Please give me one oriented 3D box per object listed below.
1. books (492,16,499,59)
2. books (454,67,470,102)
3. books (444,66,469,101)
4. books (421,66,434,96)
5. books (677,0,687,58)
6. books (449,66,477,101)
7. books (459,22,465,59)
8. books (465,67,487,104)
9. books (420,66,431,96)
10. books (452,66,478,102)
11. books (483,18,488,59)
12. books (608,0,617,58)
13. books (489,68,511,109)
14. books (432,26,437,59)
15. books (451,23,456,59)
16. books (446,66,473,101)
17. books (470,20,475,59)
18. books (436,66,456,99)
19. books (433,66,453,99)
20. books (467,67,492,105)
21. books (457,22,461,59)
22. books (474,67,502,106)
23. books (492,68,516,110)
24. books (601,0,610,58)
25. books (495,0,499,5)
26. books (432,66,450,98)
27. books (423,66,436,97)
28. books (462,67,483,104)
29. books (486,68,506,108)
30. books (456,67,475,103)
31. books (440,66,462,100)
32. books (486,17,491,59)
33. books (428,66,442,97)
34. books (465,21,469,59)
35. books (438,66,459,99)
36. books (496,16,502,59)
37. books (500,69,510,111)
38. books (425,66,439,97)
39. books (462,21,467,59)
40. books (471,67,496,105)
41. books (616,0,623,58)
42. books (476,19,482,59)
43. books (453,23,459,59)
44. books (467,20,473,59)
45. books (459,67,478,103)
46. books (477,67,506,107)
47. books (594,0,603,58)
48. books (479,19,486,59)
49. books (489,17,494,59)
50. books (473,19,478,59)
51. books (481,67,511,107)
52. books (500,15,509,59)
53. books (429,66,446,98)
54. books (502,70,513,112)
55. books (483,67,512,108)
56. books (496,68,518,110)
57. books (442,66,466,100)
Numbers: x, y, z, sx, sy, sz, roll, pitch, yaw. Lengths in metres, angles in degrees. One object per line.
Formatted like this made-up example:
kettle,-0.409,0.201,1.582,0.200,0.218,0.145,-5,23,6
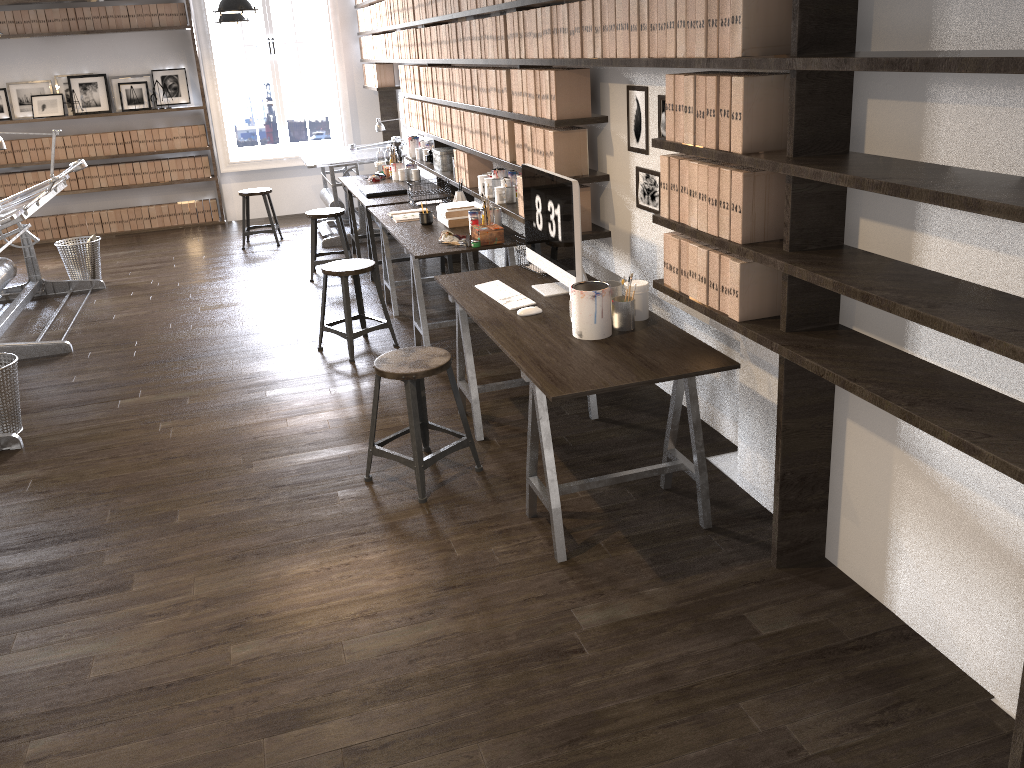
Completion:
books,-0.011,-1.894,4.840,0.175,0.222,0.068,-9,20,-15
books,-0.281,-1.963,5.821,0.175,0.222,0.067,-9,20,-15
books,-0.365,-2.057,6.078,0.175,0.222,0.067,-9,20,-15
books,-0.593,-2.310,6.770,0.175,0.222,0.067,-9,20,-15
books,0.629,-1.183,2.881,0.175,0.222,0.067,-9,20,-15
books,-0.321,-2.010,5.948,0.175,0.222,0.067,-9,20,-15
books,-0.234,-2.147,5.533,0.175,0.222,0.067,-9,20,-15
books,-0.194,-1.869,5.563,0.175,0.222,0.067,-9,20,-15
books,-0.611,-2.335,6.837,0.175,0.222,0.067,-9,20,-15
books,-0.298,-1.987,5.885,0.175,0.222,0.067,-9,20,-15
books,-0.066,-1.964,5.032,0.175,0.222,0.067,-9,20,-15
books,0.463,-1.372,3.396,0.175,0.222,0.067,-9,20,-15
books,-0.031,-1.682,5.053,0.175,0.222,0.067,-9,20,-15
books,-0.463,-2.407,6.241,0.175,0.222,0.067,-9,20,-15
books,-0.295,-2.222,5.735,0.175,0.222,0.067,-9,20,-15
books,-0.345,-2.033,6.011,0.175,0.222,0.068,-9,20,-15
books,-0.150,-2.056,5.282,0.175,0.222,0.067,-9,20,-15
books,-0.441,-2.147,6.323,0.175,0.222,0.067,-9,20,-15
books,-0.466,-2.170,6.386,0.175,0.222,0.067,-9,20,-15
books,-0.177,-1.843,5.494,0.175,0.222,0.068,-9,20,-15
books,-0.251,-2.172,5.599,0.175,0.222,0.067,-9,20,-15
books,-0.133,-1.794,5.361,0.175,0.222,0.067,-9,20,-15
books,-0.013,-1.659,4.991,0.175,0.222,0.068,-9,20,-15
books,0.444,-1.395,3.460,0.175,0.222,0.067,-9,20,-15
books,-0.006,-2.133,4.708,0.175,0.222,0.067,-9,20,-15
books,-0.483,-2.194,6.452,0.175,0.222,0.067,-9,20,-15
books,-0.572,-2.286,6.704,0.175,0.222,0.068,-9,20,-15
books,-0.219,-1.894,5.631,0.175,0.222,0.067,-9,20,-15
books,-0.048,-1.703,5.110,0.175,0.222,0.067,-9,20,-15
books,-0.263,-1.938,5.754,0.175,0.222,0.067,-9,20,-15
books,-0.406,-2.100,6.195,0.175,0.222,0.068,-9,20,-15
books,-0.049,-1.940,4.968,0.175,0.222,0.067,-9,20,-15
books,-0.527,-2.244,6.588,0.175,0.222,0.067,-9,20,-15
books,-0.188,-2.101,5.405,0.175,0.222,0.067,-9,20,-15
books,-0.420,-2.123,6.258,0.175,0.222,0.067,-9,20,-15
books,0.012,-1.873,4.784,0.175,0.222,0.067,-9,20,-15
books,0.034,-1.613,4.865,0.175,0.222,0.067,-9,20,-15
books,-0.549,-2.266,6.647,0.175,0.222,0.067,-9,20,-15
books,-0.209,-2.125,5.470,0.175,0.222,0.067,-9,20,-15
books,-0.150,-1.819,5.427,0.175,0.222,0.067,-9,20,-15
books,0.484,-1.347,3.328,0.175,0.222,0.067,-9,20,-15
books,-0.113,-2.010,5.158,0.175,0.222,0.068,-9,20,-15
books,-0.278,-2.196,5.666,0.175,0.222,0.068,-9,20,-15
books,-0.174,-2.077,5.342,0.175,0.222,0.068,-9,20,-15
books,-0.242,-1.914,5.688,0.175,0.222,0.068,-9,20,-15
books,-0.108,-1.772,5.298,0.175,0.222,0.067,-9,20,-15
books,0.420,-1.418,3.523,0.175,0.222,0.067,-9,20,-15
books,-0.088,-1.987,5.095,0.175,0.222,0.067,-9,20,-15
books,-0.031,-1.916,4.901,0.175,0.222,0.067,-9,20,-15
books,-0.132,-2.035,5.225,0.175,0.222,0.067,-9,20,-15
books,-0.087,-1.748,5.233,0.175,0.222,0.067,-9,20,-15
books,0.034,-1.850,4.720,0.175,0.222,0.067,-9,20,-15
books,-0.511,-2.219,6.519,0.175,0.222,0.068,-9,20,-15
books,0.046,-1.590,4.804,0.175,0.222,0.068,-9,20,-15
books,-0.073,-1.724,5.170,0.175,0.222,0.068,-9,20,-15
books,0.011,-1.636,4.928,0.175,0.222,0.067,-9,20,-15
books,-0.382,-2.078,6.136,0.175,0.222,0.067,-9,20,-15
